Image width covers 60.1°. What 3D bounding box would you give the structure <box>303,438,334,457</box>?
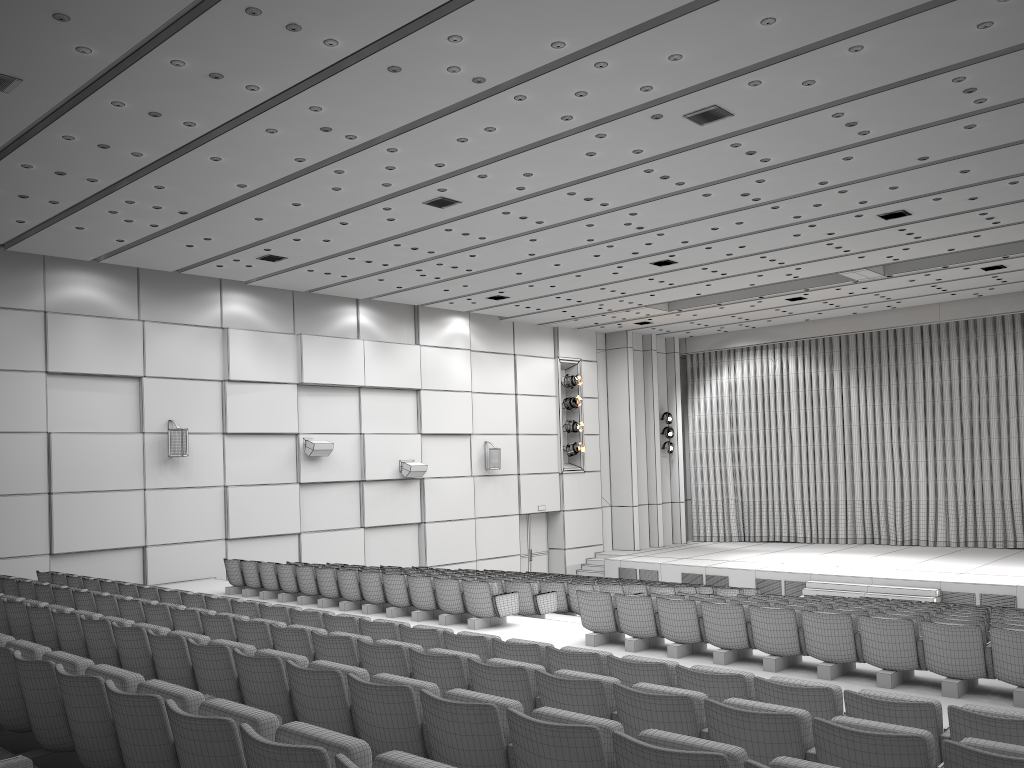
[{"bbox_3d":[-4.263,1.383,19.435,0.472,0.416,0.520,-5,-5,42],"label":"structure"}]

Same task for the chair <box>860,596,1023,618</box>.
[{"bbox_3d":[8.608,3.860,13.959,6.068,0.619,0.612,-7,-6,42],"label":"chair"}]

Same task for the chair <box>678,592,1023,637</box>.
[{"bbox_3d":[4.837,2.854,9.940,6.620,0.619,0.612,-7,-6,42],"label":"chair"}]

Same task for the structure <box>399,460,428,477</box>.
[{"bbox_3d":[-2.362,2.019,21.143,0.472,0.416,0.520,-5,-5,43],"label":"structure"}]

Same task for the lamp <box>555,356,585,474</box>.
[{"bbox_3d":[1.673,0.907,25.515,0.747,3.332,1.020,-3,-2,42],"label":"lamp"}]

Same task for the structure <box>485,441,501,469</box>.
[{"bbox_3d":[-0.500,1.859,23.062,0.410,0.742,0.410,-2,-2,0],"label":"structure"}]

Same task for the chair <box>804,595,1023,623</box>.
[{"bbox_3d":[7.087,3.459,12.358,6.068,0.619,0.612,-7,-6,42],"label":"chair"}]

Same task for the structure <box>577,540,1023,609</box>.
[{"bbox_3d":[10.207,4.760,21.630,17.873,0.843,8.322,-7,-7,42],"label":"structure"}]

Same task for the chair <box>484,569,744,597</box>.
[{"bbox_3d":[1.931,4.350,18.549,6.620,0.619,0.612,-7,-6,42],"label":"chair"}]

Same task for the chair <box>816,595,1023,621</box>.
[{"bbox_3d":[7.820,3.662,13.180,6.620,0.619,0.612,-7,-6,42],"label":"chair"}]

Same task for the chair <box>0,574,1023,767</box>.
[{"bbox_3d":[-2.760,2.317,8.040,13.791,0.619,0.612,-7,-6,42],"label":"chair"}]

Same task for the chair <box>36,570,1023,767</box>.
[{"bbox_3d":[-2.034,2.521,8.868,13.239,0.619,0.612,-7,-6,42],"label":"chair"}]

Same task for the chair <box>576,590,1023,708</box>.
[{"bbox_3d":[3.346,2.450,8.321,6.620,0.619,0.612,-7,-6,42],"label":"chair"}]

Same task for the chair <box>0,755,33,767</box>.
[{"bbox_3d":[-5.017,1.713,5.628,13.239,0.619,0.612,-7,-6,42],"label":"chair"}]

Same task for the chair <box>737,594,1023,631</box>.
[{"bbox_3d":[5.596,3.055,10.739,6.068,0.619,0.612,-7,-6,42],"label":"chair"}]

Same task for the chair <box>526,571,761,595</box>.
[{"bbox_3d":[2.719,4.548,19.328,6.068,0.619,0.612,-7,-6,42],"label":"chair"}]

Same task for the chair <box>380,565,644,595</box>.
[{"bbox_3d":[-0.294,3.743,16.108,6.068,0.619,0.612,-7,-6,42],"label":"chair"}]

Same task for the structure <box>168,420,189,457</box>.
[{"bbox_3d":[-6.531,1.056,17.213,0.410,0.742,0.410,-2,-2,0],"label":"structure"}]

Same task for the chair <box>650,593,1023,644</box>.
[{"bbox_3d":[4.104,2.650,9.119,6.068,0.619,0.612,-7,-6,42],"label":"chair"}]

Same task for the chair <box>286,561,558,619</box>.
[{"bbox_3d":[-1.785,3.338,14.489,6.068,0.619,0.612,-7,-6,42],"label":"chair"}]

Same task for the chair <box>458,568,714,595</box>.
[{"bbox_3d":[1.198,4.147,17.728,6.068,0.619,0.612,-7,-6,42],"label":"chair"}]

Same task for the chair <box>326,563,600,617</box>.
[{"bbox_3d":[-1.052,3.542,15.310,6.620,0.619,0.612,-7,-6,42],"label":"chair"}]

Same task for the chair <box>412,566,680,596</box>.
[{"bbox_3d":[0.439,3.946,16.930,6.620,0.619,0.612,-7,-6,42],"label":"chair"}]

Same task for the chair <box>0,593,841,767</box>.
[{"bbox_3d":[-3.526,2.117,7.248,13.239,0.619,0.612,-7,-6,42],"label":"chair"}]

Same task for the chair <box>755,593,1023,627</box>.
[{"bbox_3d":[6.329,3.258,11.560,6.620,0.619,0.612,-7,-6,42],"label":"chair"}]

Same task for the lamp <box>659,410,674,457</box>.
[{"bbox_3d":[4.841,1.535,27.739,0.385,1.474,0.437,0,-2,-43],"label":"lamp"}]

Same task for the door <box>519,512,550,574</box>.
[{"bbox_3d":[0.505,4.709,24.891,0.086,2.172,1.699,-3,-3,42],"label":"door"}]

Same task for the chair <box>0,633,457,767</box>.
[{"bbox_3d":[-4.252,1.913,6.420,13.791,0.619,0.612,-7,-6,42],"label":"chair"}]

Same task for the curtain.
[{"bbox_3d":[12.174,1.239,24.064,16.178,6.499,1.430,-6,-4,42],"label":"curtain"}]

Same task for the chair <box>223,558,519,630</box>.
[{"bbox_3d":[-2.544,3.138,13.691,6.620,0.619,0.612,-7,-6,42],"label":"chair"}]
